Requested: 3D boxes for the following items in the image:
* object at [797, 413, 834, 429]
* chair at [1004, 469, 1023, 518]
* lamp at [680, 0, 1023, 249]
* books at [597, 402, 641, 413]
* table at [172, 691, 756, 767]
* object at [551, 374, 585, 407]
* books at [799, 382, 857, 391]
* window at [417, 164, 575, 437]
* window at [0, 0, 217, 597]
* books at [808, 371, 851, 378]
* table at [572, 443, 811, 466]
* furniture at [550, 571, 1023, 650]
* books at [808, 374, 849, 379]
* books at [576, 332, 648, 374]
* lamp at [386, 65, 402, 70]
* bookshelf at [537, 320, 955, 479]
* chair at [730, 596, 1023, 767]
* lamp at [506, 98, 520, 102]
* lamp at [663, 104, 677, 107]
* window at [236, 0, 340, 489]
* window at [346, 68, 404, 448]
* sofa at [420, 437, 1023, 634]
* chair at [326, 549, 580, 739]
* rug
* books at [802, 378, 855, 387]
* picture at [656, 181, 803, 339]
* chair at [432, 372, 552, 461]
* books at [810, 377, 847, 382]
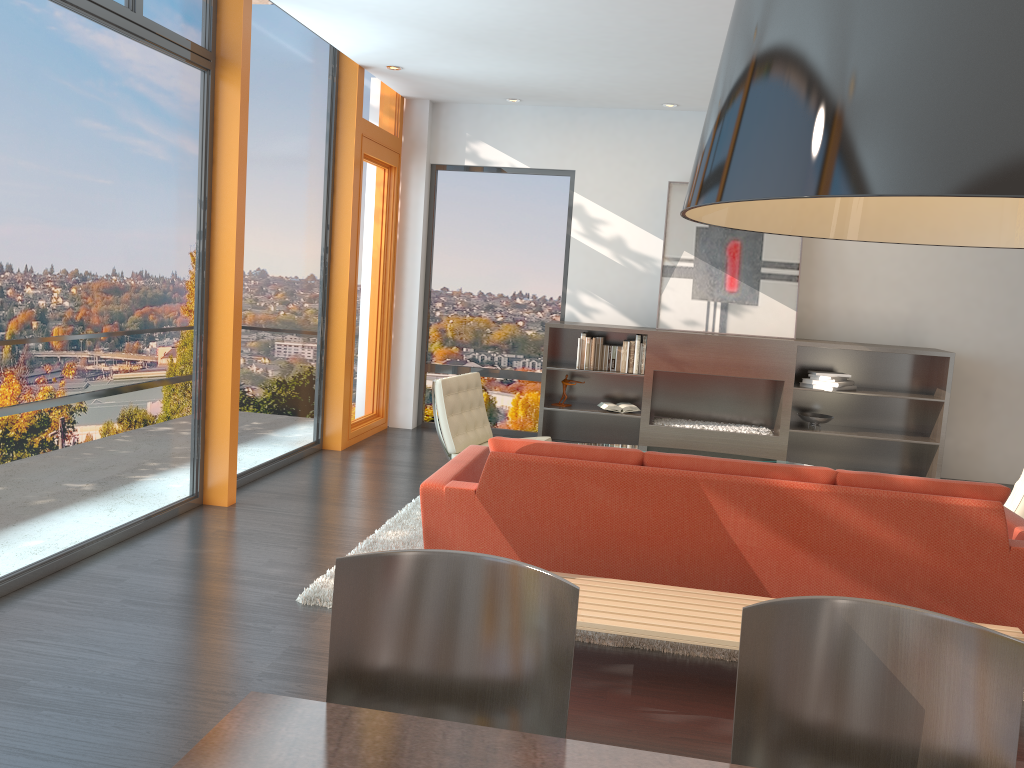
[{"bbox_3d":[2.624,0.330,7.683,0.309,0.116,0.309,10,9,43],"label":"object"},{"bbox_3d":[2.685,0.689,5.058,0.707,0.816,0.700,7,7,29],"label":"chair"},{"bbox_3d":[0.503,-0.934,0.781,0.567,1.578,0.567,9,8,38],"label":"lamp"},{"bbox_3d":[0.958,0.212,7.970,0.336,0.064,0.234,3,7,-10],"label":"books"},{"bbox_3d":[0.432,1.116,0.984,2.151,0.764,1.172,5,7,9],"label":"table"},{"bbox_3d":[0.506,0.058,8.069,0.245,0.290,0.201,7,7,29],"label":"object"},{"bbox_3d":[2.721,0.019,7.637,0.398,0.038,0.315,-2,9,-41],"label":"books"},{"bbox_3d":[-0.144,-1.174,8.590,1.410,3.337,0.065,5,6,10],"label":"window"},{"bbox_3d":[-2.038,-0.799,4.340,0.070,3.343,2.106,5,6,9],"label":"window"},{"bbox_3d":[2.728,-0.086,7.626,0.300,0.020,0.210,4,7,-1],"label":"books"},{"bbox_3d":[1.119,0.723,5.535,1.999,0.463,0.948,5,7,11],"label":"table"},{"bbox_3d":[0.850,1.027,3.253,2.006,0.357,0.493,5,7,9],"label":"furniture"},{"bbox_3d":[2.727,-0.066,7.628,0.300,0.020,0.210,-2,9,-40],"label":"books"},{"bbox_3d":[0.896,-0.292,7.912,0.592,0.339,0.324,5,7,9],"label":"books"},{"bbox_3d":[-0.949,-2.536,7.118,0.129,0.010,0.129,-1,8,-35],"label":"lamp"},{"bbox_3d":[1.969,0.150,7.864,3.388,1.162,0.570,5,6,9],"label":"bookshelf"},{"bbox_3d":[0.584,0.918,1.435,0.548,0.967,0.615,5,6,9],"label":"chair"},{"bbox_3d":[0.011,-2.589,8.095,0.129,0.010,0.129,-1,8,-35],"label":"lamp"},{"bbox_3d":[1.400,-2.469,7.862,0.129,0.010,0.129,-1,8,-35],"label":"lamp"},{"bbox_3d":[-1.678,-1.017,6.383,0.070,3.343,1.845,5,6,9],"label":"window"},{"bbox_3d":[-1.307,-1.177,7.947,0.211,3.343,1.157,5,6,9],"label":"window"},{"bbox_3d":[0.949,0.687,4.069,2.597,0.852,1.039,5,7,9],"label":"sofa"},{"bbox_3d":[-0.168,0.853,1.561,0.548,0.967,0.615,5,6,9],"label":"chair"},{"bbox_3d":[1.143,0.993,5.182,3.773,0.043,2.986,5,7,9],"label":"rug"},{"bbox_3d":[2.723,-0.018,7.633,0.315,0.038,0.398,9,9,39],"label":"books"},{"bbox_3d":[1.948,-1.112,7.896,1.208,1.337,0.269,5,6,10],"label":"picture"},{"bbox_3d":[-0.151,0.371,6.165,0.707,0.816,0.700,6,7,19],"label":"chair"},{"bbox_3d":[2.725,-0.046,7.630,0.210,0.020,0.300,9,9,39],"label":"books"}]
